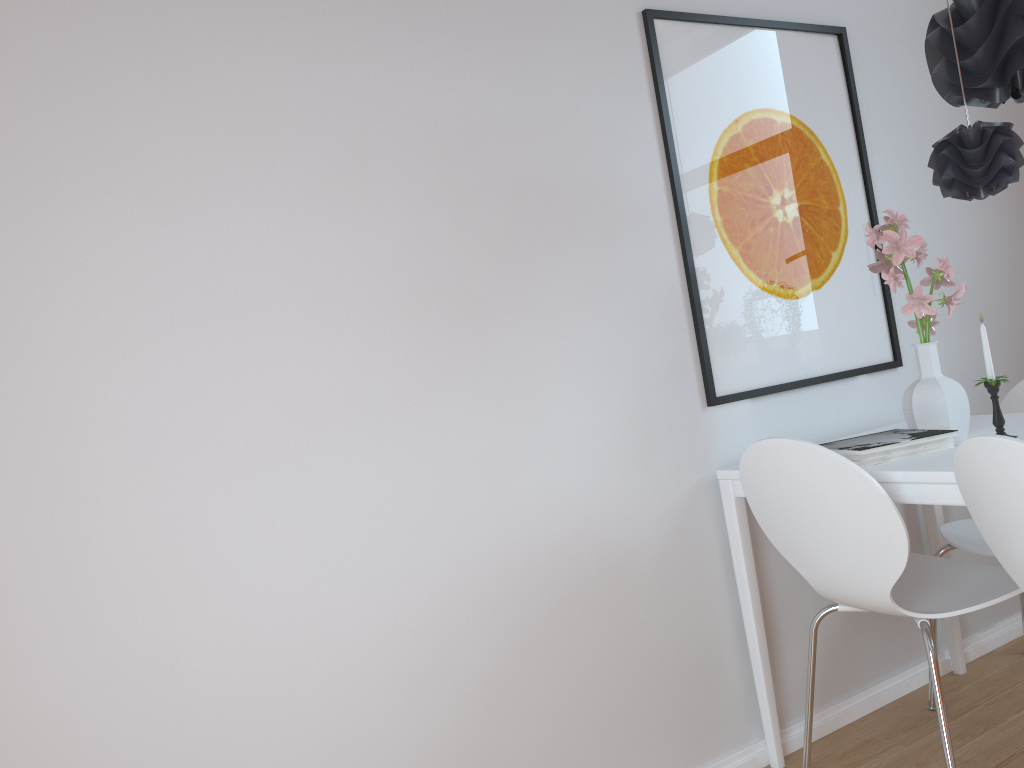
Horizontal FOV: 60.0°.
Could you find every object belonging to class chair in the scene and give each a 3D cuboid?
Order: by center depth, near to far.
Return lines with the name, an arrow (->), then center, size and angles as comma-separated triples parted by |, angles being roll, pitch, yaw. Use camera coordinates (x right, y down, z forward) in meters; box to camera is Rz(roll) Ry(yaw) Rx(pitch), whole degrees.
chair -> 1.166, 0.461, 1.471 | 0.644, 0.871, 0.505 | -9, 0, -6
chair -> 0.923, 0.497, 2.048 | 0.638, 0.871, 0.509 | -9, 0, -26
chair -> 1.477, 0.404, 2.429 | 0.637, 0.871, 0.511 | -9, 0, -36

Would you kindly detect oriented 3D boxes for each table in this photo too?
table -> 1.265, 0.492, 1.929 | 0.824, 0.771, 1.288 | -9, 0, -31

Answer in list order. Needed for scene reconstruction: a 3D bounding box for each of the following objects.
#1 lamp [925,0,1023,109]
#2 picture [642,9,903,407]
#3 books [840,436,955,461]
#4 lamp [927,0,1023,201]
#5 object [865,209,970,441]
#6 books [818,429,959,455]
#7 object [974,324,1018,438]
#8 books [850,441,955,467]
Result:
lamp -> 0.988, -1.252, 1.941 | 0.297, 1.294, 0.293 | -9, -1, 16
picture -> 0.766, -0.516, 2.515 | 0.790, 1.052, 0.017 | -9, -1, -30
books -> 0.857, 0.146, 2.069 | 0.252, 0.014, 0.193 | -9, 0, -17
lamp -> 0.857, -1.128, 1.853 | 0.168, 1.506, 0.170 | -9, -1, -14
object -> 1.015, -0.152, 2.180 | 0.177, 0.580, 0.180 | -9, -1, -4
books -> 0.855, 0.133, 2.062 | 0.255, 0.012, 0.208 | -9, 0, -14
object -> 1.093, -0.021, 2.025 | 0.080, 0.298, 0.079 | -9, -1, 9
books -> 0.855, 0.161, 2.069 | 0.257, 0.014, 0.193 | -9, 0, -16
